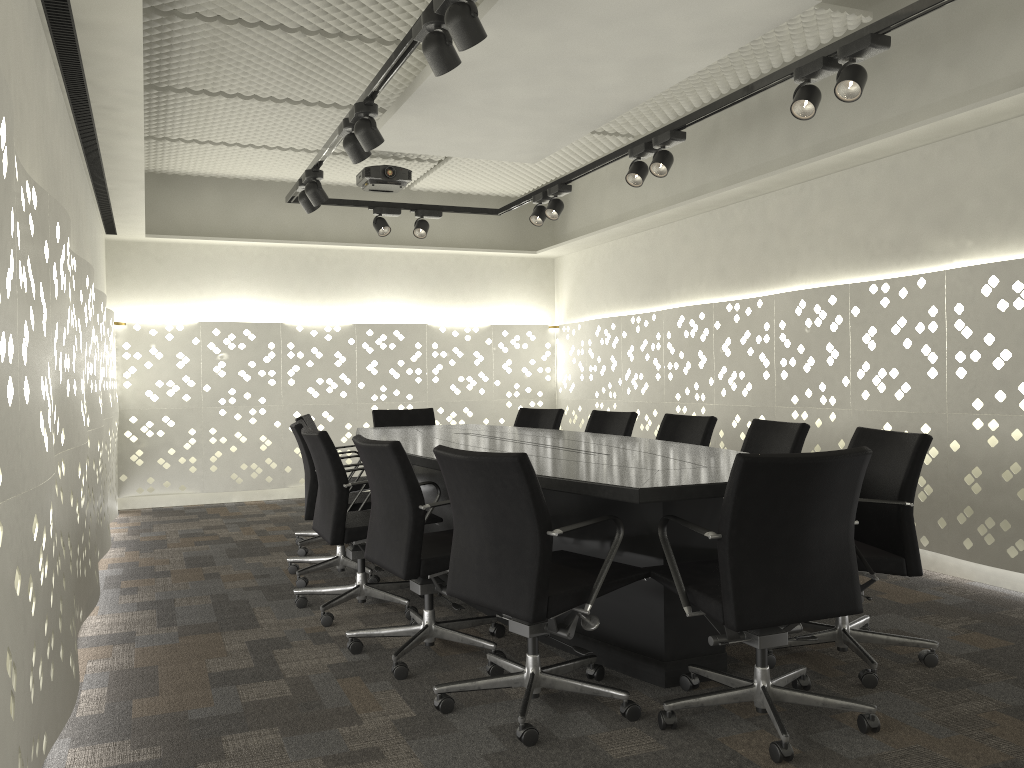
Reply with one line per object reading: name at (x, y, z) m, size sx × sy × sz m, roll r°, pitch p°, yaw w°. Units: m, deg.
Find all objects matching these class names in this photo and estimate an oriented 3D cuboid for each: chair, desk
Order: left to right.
chair at (-0.964, 0.550, 5.035) m, size 0.579 × 0.757 × 0.559 m, roll -1°, pitch 0°, yaw -3°
chair at (-0.815, 0.553, 4.312) m, size 0.579 × 0.757 × 0.559 m, roll -1°, pitch 0°, yaw -8°
chair at (-0.615, 0.555, 3.706) m, size 0.579 × 0.757 × 0.559 m, roll -1°, pitch 0°, yaw -18°
chair at (-0.621, 0.540, 5.670) m, size 0.559 × 0.757 × 0.579 m, roll -1°, pitch 0°, yaw -18°
chair at (-0.279, 0.554, 3.099) m, size 0.579 × 0.757 × 0.559 m, roll -1°, pitch 0°, yaw -23°
chair at (0.035, 0.532, 5.427) m, size 0.579 × 0.757 × 0.559 m, roll -1°, pitch 1°, yaw -33°
desk at (0.035, 0.593, 4.013) m, size 1.223 × 0.658 × 3.364 m, roll -1°, pitch 0°, yaw -22°
chair at (0.066, 0.553, 2.589) m, size 0.579 × 0.757 × 0.559 m, roll -1°, pitch 1°, yaw -33°
chair at (0.400, 0.531, 4.847) m, size 0.579 × 0.757 × 0.559 m, roll -1°, pitch 0°, yaw -23°
chair at (0.689, 0.531, 4.242) m, size 0.579 × 0.757 × 0.559 m, roll -1°, pitch 0°, yaw -18°
chair at (0.913, 0.532, 3.605) m, size 0.579 × 0.757 × 0.559 m, roll -1°, pitch 0°, yaw -8°
chair at (0.660, 0.545, 2.441) m, size 0.559 × 0.757 × 0.579 m, roll -1°, pitch 0°, yaw -18°
chair at (1.075, 0.535, 2.932) m, size 0.579 × 0.757 × 0.559 m, roll -1°, pitch 0°, yaw -3°

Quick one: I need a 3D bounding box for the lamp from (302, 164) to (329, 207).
lamp at (-1.047, -1.056, 4.738) m, size 0.126 × 0.224 × 0.213 m, roll -1°, pitch 0°, yaw -19°

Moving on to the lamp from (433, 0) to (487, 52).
lamp at (-0.138, -1.053, 2.530) m, size 0.126 × 0.224 × 0.213 m, roll -1°, pitch 0°, yaw -19°

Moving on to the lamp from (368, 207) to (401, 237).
lamp at (-0.826, -1.067, 5.761) m, size 0.213 × 0.224 × 0.126 m, roll -1°, pitch 0°, yaw -19°

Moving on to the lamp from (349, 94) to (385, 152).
lamp at (-0.588, -1.055, 3.622) m, size 0.126 × 0.224 × 0.213 m, roll -1°, pitch 0°, yaw -19°

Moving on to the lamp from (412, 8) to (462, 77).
lamp at (-0.223, -1.054, 2.736) m, size 0.126 × 0.224 × 0.213 m, roll -1°, pitch 0°, yaw -19°

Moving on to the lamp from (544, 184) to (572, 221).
lamp at (0.257, -1.080, 5.222) m, size 0.126 × 0.224 × 0.213 m, roll -1°, pitch 0°, yaw -19°

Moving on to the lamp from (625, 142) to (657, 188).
lamp at (0.622, -1.079, 4.337) m, size 0.126 × 0.224 × 0.213 m, roll -1°, pitch 0°, yaw -19°

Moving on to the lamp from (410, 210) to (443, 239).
lamp at (-0.566, -1.072, 5.878) m, size 0.214 × 0.224 × 0.118 m, roll -1°, pitch 1°, yaw -34°

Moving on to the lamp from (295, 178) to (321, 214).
lamp at (-1.132, -1.056, 4.945) m, size 0.126 × 0.224 × 0.213 m, roll -1°, pitch 0°, yaw -19°

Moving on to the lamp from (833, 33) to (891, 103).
lamp at (1.166, -1.077, 3.014) m, size 0.126 × 0.224 × 0.213 m, roll -1°, pitch 0°, yaw -19°

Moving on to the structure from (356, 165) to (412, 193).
structure at (-0.882, -1.406, 6.089) m, size 0.327 × 0.144 × 0.371 m, roll -1°, pitch 0°, yaw -22°

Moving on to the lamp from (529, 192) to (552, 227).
lamp at (0.172, -1.080, 5.429) m, size 0.126 × 0.224 × 0.213 m, roll -1°, pitch 0°, yaw -19°

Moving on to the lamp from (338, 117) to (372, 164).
lamp at (-0.673, -1.055, 3.829) m, size 0.126 × 0.224 × 0.213 m, roll -1°, pitch 0°, yaw -19°

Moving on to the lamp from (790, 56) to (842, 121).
lamp at (1.081, -1.077, 3.220) m, size 0.126 × 0.224 × 0.213 m, roll -1°, pitch 0°, yaw -19°

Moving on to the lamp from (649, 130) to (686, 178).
lamp at (0.707, -1.078, 4.130) m, size 0.126 × 0.224 × 0.213 m, roll -1°, pitch 0°, yaw -19°
